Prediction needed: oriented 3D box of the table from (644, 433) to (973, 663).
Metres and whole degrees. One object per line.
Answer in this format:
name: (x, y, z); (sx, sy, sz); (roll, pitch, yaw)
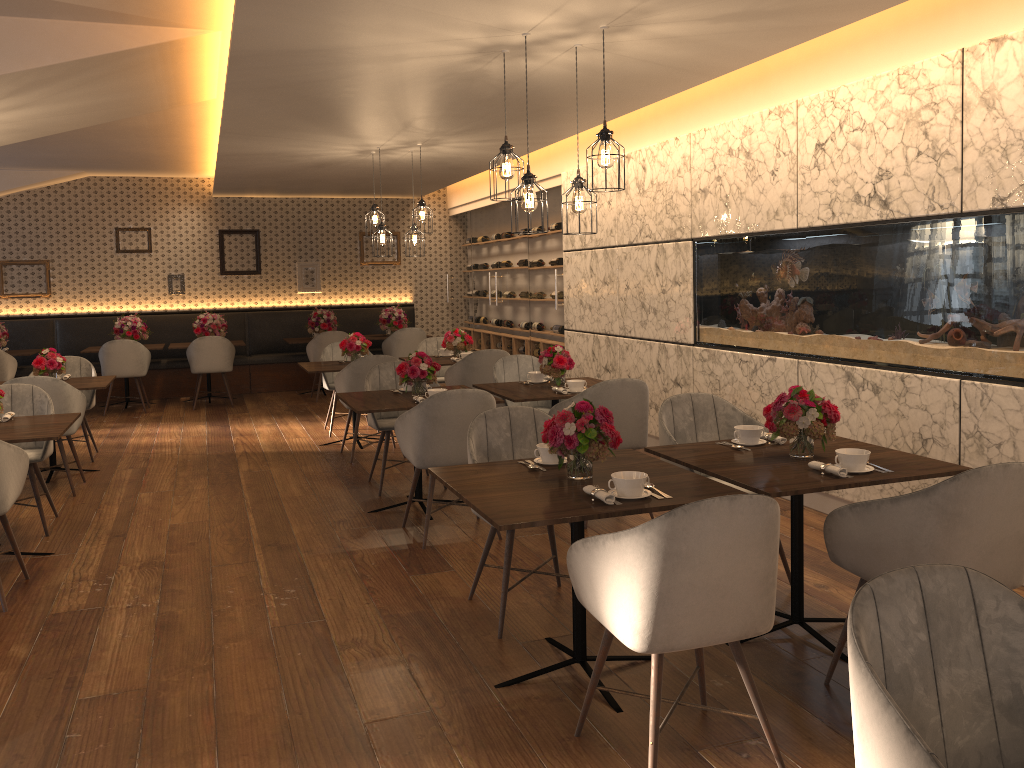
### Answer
table: (1.150, 0.651, 3.570); (0.897, 0.718, 0.900); (-3, 6, -19)

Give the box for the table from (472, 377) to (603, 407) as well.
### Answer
table: (0.299, 0.381, 6.000); (0.897, 0.718, 0.900); (-3, 6, -19)

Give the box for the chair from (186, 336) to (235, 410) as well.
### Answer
chair: (-3.599, -0.157, 10.620); (0.565, 0.869, 0.528); (-3, 5, -19)

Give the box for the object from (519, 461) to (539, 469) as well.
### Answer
object: (0.061, 0.318, 3.485); (0.043, 0.015, 0.198); (-4, 7, -23)

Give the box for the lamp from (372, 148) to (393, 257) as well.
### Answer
lamp: (-1.188, -2.179, 7.921); (0.175, 2.063, 0.175); (-2, 4, -18)

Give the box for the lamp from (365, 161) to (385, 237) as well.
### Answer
lamp: (-1.301, -2.406, 8.219); (0.175, 2.063, 0.175); (-2, 4, -18)

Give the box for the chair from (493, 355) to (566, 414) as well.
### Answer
chair: (0.130, 0.233, 6.632); (0.565, 0.869, 0.528); (-3, 5, -19)

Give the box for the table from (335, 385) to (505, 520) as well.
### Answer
table: (-0.607, 0.439, 5.685); (0.897, 0.718, 0.900); (-3, 6, -19)

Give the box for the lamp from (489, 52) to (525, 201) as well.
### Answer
lamp: (-0.048, -2.007, 4.644); (0.175, 2.063, 0.175); (-2, 4, -18)

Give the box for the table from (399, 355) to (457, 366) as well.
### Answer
table: (-0.520, 0.120, 8.335); (0.897, 0.718, 0.900); (-3, 6, -19)

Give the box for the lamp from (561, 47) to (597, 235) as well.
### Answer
lamp: (0.330, -1.813, 4.572); (0.175, 2.063, 0.175); (-2, 4, -18)

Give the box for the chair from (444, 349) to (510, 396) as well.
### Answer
chair: (-0.264, 0.113, 7.710); (0.565, 0.869, 0.528); (-3, 5, -19)

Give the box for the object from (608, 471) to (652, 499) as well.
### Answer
object: (0.395, 0.342, 2.977); (0.148, 0.072, 0.149); (1, 7, 23)

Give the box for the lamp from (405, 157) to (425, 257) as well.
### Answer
lamp: (-0.923, -2.212, 8.147); (0.175, 2.063, 0.175); (-2, 4, -18)

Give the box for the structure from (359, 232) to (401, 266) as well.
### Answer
structure: (-1.905, -1.960, 12.810); (0.601, 0.484, 0.032); (-3, 4, -19)

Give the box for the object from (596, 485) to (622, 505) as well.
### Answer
object: (0.318, 0.370, 2.961); (0.025, 0.024, 0.193); (-3, 7, -19)

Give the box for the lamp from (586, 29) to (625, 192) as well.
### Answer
lamp: (0.434, -1.971, 4.251); (0.175, 2.063, 0.175); (-2, 4, -18)

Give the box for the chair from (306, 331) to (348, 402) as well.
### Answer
chair: (-2.262, -0.244, 11.085); (0.565, 0.869, 0.528); (-3, 5, -19)

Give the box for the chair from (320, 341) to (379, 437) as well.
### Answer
chair: (-1.594, 0.032, 8.652); (0.565, 0.869, 0.528); (-3, 5, -19)

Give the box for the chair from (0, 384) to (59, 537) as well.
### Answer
chair: (-3.057, 0.458, 5.367); (0.565, 0.869, 0.528); (-3, 5, -19)

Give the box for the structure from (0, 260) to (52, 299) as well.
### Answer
structure: (-6.236, -1.340, 11.321); (0.601, 0.484, 0.032); (-3, 4, -19)

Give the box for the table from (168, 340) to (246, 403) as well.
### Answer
table: (-3.855, -0.150, 11.244); (0.897, 0.718, 0.900); (-3, 6, -19)

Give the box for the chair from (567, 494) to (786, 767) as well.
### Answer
chair: (0.501, 0.703, 2.630); (0.565, 0.869, 0.528); (-3, 5, -19)

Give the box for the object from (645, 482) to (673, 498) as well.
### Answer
object: (0.496, 0.362, 3.034); (0.043, 0.015, 0.198); (-4, 7, -23)

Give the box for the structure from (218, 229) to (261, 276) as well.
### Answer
structure: (-3.742, -1.810, 12.181); (0.544, 0.630, 0.035); (-3, 4, -19)

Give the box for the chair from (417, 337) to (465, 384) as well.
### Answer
chair: (-0.688, -0.027, 8.967); (0.565, 0.869, 0.528); (-3, 5, -19)

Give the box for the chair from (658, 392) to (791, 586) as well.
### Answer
chair: (0.982, 0.504, 4.202); (0.565, 0.869, 0.528); (-3, 5, -19)

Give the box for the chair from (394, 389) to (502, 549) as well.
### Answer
chair: (-0.351, 0.432, 5.060); (0.565, 0.869, 0.528); (-3, 5, -19)

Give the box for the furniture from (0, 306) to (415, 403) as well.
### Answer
furniture: (-4.688, -0.356, 11.618); (7.094, 1.078, 0.543); (-4, 5, -19)

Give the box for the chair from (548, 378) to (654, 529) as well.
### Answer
chair: (0.554, 0.374, 5.375); (0.565, 0.869, 0.528); (-3, 5, -19)

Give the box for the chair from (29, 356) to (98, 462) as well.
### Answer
chair: (-3.825, 0.214, 7.557); (0.565, 0.869, 0.528); (-3, 5, -19)

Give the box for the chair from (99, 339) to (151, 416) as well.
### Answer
chair: (-4.504, -0.098, 10.305); (0.565, 0.869, 0.528); (-3, 5, -19)

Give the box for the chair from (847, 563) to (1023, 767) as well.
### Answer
chair: (0.895, 0.823, 1.551); (0.565, 0.869, 0.528); (-3, 5, -19)

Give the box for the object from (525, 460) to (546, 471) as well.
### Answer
object: (0.096, 0.322, 3.491); (0.022, 0.004, 0.211); (-4, 7, -19)

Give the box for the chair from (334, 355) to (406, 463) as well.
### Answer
chair: (-1.169, 0.172, 7.395); (0.565, 0.869, 0.528); (-3, 5, -19)

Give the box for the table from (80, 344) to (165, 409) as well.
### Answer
table: (-4.760, -0.091, 10.929); (0.897, 0.718, 0.900); (-3, 6, -19)

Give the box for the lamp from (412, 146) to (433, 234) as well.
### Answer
lamp: (-0.819, -2.370, 7.825); (0.175, 2.063, 0.175); (-2, 4, -18)

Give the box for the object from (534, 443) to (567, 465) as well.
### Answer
object: (0.160, 0.280, 3.539); (0.148, 0.072, 0.149); (1, 7, 23)

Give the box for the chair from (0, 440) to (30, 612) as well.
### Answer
chair: (-2.589, 0.596, 4.126); (0.565, 0.869, 0.528); (-3, 5, -19)

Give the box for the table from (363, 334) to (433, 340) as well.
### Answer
table: (-1.613, -0.296, 12.025); (0.897, 0.718, 0.900); (-3, 6, -19)

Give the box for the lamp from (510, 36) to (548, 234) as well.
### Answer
lamp: (0.065, -1.780, 4.346); (0.175, 2.063, 0.175); (-2, 4, -18)

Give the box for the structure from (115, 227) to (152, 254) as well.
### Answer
structure: (-5.013, -1.904, 11.732); (0.449, 0.343, 0.016); (-3, 4, -19)

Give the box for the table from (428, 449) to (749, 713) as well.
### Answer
table: (0.245, 0.710, 3.255); (0.897, 0.718, 0.900); (-3, 6, -19)

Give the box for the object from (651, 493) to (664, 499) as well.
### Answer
object: (0.461, 0.369, 3.030); (0.022, 0.004, 0.211); (-4, 7, -19)

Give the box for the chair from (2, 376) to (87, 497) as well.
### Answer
chair: (-3.357, 0.352, 6.316); (0.565, 0.869, 0.528); (-3, 5, -19)

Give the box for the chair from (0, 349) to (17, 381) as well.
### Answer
chair: (-5.840, -0.012, 9.839); (0.565, 0.869, 0.528); (-3, 5, -19)

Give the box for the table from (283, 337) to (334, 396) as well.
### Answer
table: (-2.519, -0.237, 11.710); (0.897, 0.718, 0.900); (-3, 6, -19)

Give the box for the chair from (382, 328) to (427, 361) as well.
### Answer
chair: (-1.357, -0.303, 11.400); (0.565, 0.869, 0.528); (-3, 5, -19)

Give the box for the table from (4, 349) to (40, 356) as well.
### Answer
table: (-6.096, -0.005, 10.464); (0.897, 0.718, 0.900); (-3, 6, -19)

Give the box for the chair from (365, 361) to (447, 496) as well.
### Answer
chair: (-0.775, 0.292, 6.317); (0.565, 0.869, 0.528); (-3, 5, -19)

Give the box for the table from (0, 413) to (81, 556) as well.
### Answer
table: (-2.845, 0.603, 4.750); (0.897, 0.718, 0.900); (-3, 6, -19)

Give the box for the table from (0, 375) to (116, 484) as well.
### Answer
table: (-3.613, 0.359, 6.941); (0.897, 0.718, 0.900); (-3, 6, -19)

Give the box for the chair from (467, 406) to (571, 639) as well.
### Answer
chair: (0.076, 0.563, 3.887); (0.565, 0.869, 0.528); (-3, 5, -19)

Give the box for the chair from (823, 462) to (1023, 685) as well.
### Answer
chair: (1.406, 0.644, 2.945); (0.565, 0.869, 0.528); (-3, 5, -19)

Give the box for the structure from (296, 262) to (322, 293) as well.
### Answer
structure: (-2.864, -1.505, 12.498); (0.340, 0.438, 0.035); (-3, 4, -19)

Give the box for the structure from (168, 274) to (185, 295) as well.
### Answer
structure: (-4.521, -1.341, 11.932); (0.216, 0.276, 0.018); (-3, 4, -19)

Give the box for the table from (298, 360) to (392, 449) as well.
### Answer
table: (-1.425, 0.179, 8.020); (0.897, 0.718, 0.900); (-3, 6, -19)
